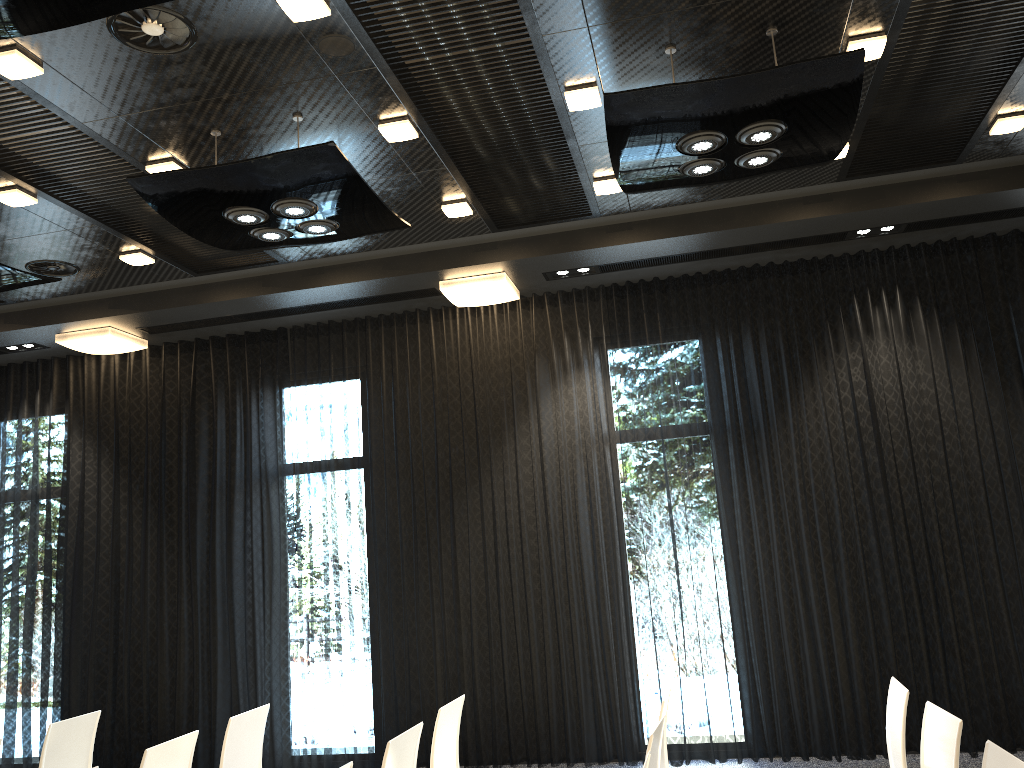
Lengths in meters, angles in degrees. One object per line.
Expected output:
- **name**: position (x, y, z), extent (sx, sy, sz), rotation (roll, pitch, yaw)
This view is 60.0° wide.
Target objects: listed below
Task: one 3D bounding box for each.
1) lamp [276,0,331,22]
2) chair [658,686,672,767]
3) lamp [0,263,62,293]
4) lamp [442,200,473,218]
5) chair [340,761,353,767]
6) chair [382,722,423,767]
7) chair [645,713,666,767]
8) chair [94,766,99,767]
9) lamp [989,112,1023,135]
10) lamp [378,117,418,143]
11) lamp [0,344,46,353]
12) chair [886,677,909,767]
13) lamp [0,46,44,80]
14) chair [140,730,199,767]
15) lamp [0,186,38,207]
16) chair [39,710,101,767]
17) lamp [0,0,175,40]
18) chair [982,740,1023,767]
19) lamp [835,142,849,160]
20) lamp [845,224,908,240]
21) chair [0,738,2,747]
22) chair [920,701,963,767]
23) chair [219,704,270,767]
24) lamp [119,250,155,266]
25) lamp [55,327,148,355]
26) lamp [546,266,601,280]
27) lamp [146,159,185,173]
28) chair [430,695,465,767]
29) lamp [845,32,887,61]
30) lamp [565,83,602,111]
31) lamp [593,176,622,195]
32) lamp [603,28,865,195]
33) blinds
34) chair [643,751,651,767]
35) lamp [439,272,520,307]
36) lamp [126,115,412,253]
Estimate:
- **lamp**: position (-0.810, -1.477, 3.446), extent (0.159, 0.049, 0.159), rotation (-6, -11, 11)
- **chair**: position (0.443, 1.781, 3.786), extent (0.548, 0.872, 0.420), rotation (-7, -11, 13)
- **lamp**: position (-3.387, -0.783, 5.037), extent (1.097, 0.436, 1.097), rotation (-6, -11, 11)
- **lamp**: position (-0.343, -1.095, 5.562), extent (0.159, 0.049, 0.159), rotation (-6, -11, 11)
- **chair**: position (-0.794, 1.659, 2.704), extent (0.548, 0.872, 0.420), rotation (-7, -11, 14)
- **chair**: position (-0.625, 1.770, 3.330), extent (0.548, 0.872, 0.420), rotation (-7, -11, 12)
- **chair**: position (0.301, 1.666, 3.144), extent (0.548, 0.872, 0.420), rotation (-7, -12, 15)
- **chair**: position (-1.718, 1.765, 2.900), extent (0.548, 0.872, 0.420), rotation (-6, -11, 8)
- **lamp**: position (2.767, -1.446, 4.936), extent (0.159, 0.049, 0.159), rotation (-6, -11, 11)
- **lamp**: position (-0.577, -1.286, 4.502), extent (0.159, 0.049, 0.159), rotation (-6, -11, 11)
- **lamp**: position (-4.154, -0.316, 7.492), extent (0.389, 0.028, 0.166), rotation (-6, -11, 11)
- **chair**: position (1.357, 1.676, 3.592), extent (0.548, 0.872, 0.420), rotation (-7, -11, 13)
- **lamp**: position (-2.079, -1.334, 3.701), extent (0.159, 0.049, 0.159), rotation (-6, -11, 11)
- **chair**: position (-1.582, 1.876, 3.512), extent (0.548, 0.872, 0.420), rotation (-6, -11, 10)
- **lamp**: position (-2.769, -1.039, 4.942), extent (0.159, 0.049, 0.159), rotation (-6, -11, 11)
- **chair**: position (-2.376, 2.097, 4.341), extent (0.548, 0.872, 0.420), rotation (-6, -11, 11)
- **lamp**: position (-1.662, -1.413, 2.480), extent (1.097, 0.436, 1.097), rotation (-6, -11, 11)
- **chair**: position (1.111, 1.448, 2.343), extent (0.548, 0.872, 0.420), rotation (-6, -11, 10)
- **lamp**: position (1.850, -1.342, 5.122), extent (0.159, 0.049, 0.159), rotation (-6, -11, 11)
- **lamp**: position (2.522, -1.069, 6.153), extent (0.389, 0.028, 0.166), rotation (-6, -11, 11)
- **chair**: position (-2.508, 1.980, 3.698), extent (0.548, 0.872, 0.420), rotation (-7, -12, 16)
- **chair**: position (1.241, 1.563, 2.976), extent (0.548, 0.872, 0.420), rotation (-6, -11, 8)
- **chair**: position (-1.455, 1.989, 4.136), extent (0.548, 0.872, 0.420), rotation (-6, -11, 11)
- **lamp**: position (-2.535, -0.848, 6.002), extent (0.159, 0.049, 0.159), rotation (-6, -11, 11)
- **lamp**: position (-3.383, -0.363, 7.330), extent (0.499, 0.153, 0.499), rotation (-6, -11, 11)
- **lamp**: position (0.452, -0.836, 6.568), extent (0.389, 0.028, 0.166), rotation (-6, -11, 11)
- **lamp**: position (-1.846, -1.143, 4.757), extent (0.159, 0.049, 0.159), rotation (-6, -11, 11)
- **chair**: position (-0.493, 1.887, 3.973), extent (0.548, 0.872, 0.420), rotation (-7, -11, 12)
- **lamp**: position (1.616, -1.534, 4.062), extent (0.159, 0.049, 0.159), rotation (-6, -11, 11)
- **lamp**: position (0.347, -1.390, 4.317), extent (0.159, 0.049, 0.159), rotation (-6, -11, 11)
- **lamp**: position (0.581, -1.199, 5.376), extent (0.159, 0.049, 0.159), rotation (-6, -11, 11)
- **lamp**: position (0.998, -1.278, 4.157), extent (1.097, 0.436, 1.097), rotation (-6, -11, 11)
- **blinds**: position (-1.728, 1.222, 6.976), extent (18.163, 3.464, 0.261), rotation (-6, -11, 11)
- **chair**: position (0.156, 1.556, 2.534), extent (0.548, 0.872, 0.420), rotation (-7, -11, 12)
- **lamp**: position (-0.237, -0.718, 6.699), extent (0.499, 0.153, 0.499), rotation (-6, -11, 11)
- **lamp**: position (-1.195, -1.031, 4.597), extent (1.097, 0.436, 1.097), rotation (-6, -11, 11)
